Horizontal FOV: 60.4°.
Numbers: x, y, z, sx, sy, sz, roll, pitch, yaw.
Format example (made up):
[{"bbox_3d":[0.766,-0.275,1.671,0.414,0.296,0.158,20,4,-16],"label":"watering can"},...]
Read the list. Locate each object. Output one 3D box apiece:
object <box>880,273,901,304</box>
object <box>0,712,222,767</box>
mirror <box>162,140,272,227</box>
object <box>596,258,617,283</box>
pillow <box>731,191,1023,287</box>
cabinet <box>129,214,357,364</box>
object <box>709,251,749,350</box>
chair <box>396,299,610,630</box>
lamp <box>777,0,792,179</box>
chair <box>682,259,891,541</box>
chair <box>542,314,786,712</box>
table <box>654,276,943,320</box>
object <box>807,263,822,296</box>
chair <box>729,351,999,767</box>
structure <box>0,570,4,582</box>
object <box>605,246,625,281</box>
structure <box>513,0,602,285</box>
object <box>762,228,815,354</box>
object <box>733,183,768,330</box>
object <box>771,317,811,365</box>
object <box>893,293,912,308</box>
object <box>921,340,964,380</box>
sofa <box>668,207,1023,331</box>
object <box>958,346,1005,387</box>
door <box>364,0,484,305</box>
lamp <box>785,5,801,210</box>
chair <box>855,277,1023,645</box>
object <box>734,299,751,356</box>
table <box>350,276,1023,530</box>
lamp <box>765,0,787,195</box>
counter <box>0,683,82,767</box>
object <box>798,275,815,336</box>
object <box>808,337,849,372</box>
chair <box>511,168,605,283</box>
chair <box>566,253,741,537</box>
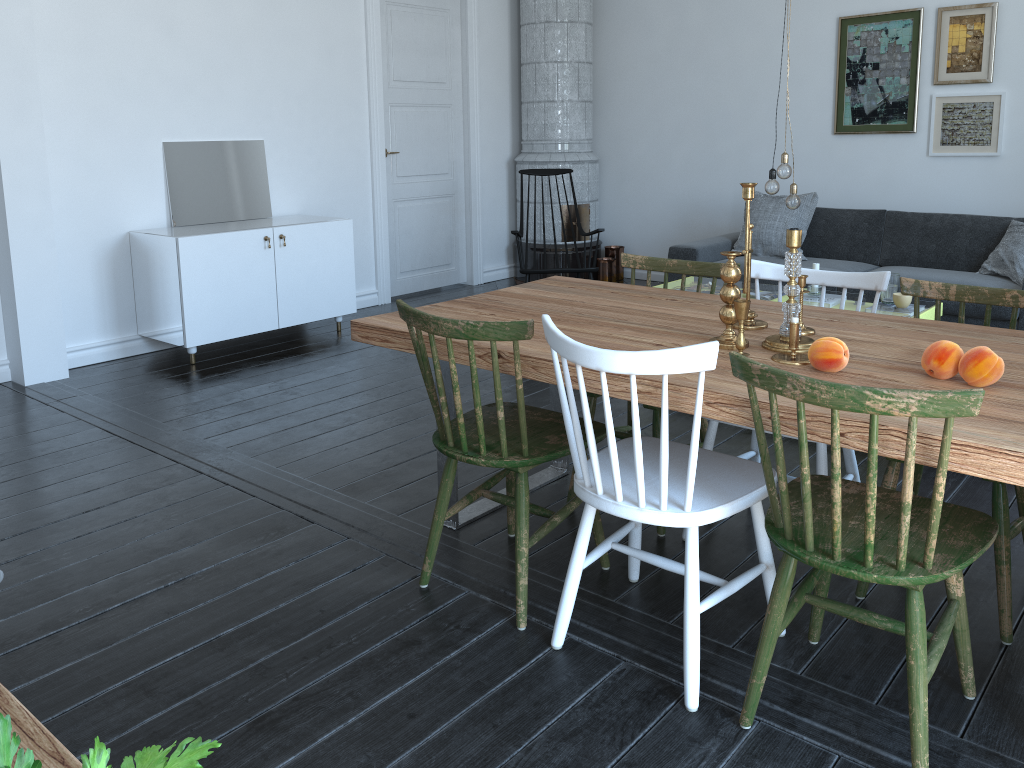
[{"bbox_3d":[1.872,-0.474,4.373,0.097,0.143,0.100,-1,12,1],"label":"object"},{"bbox_3d":[-0.273,0.268,0.337,0.469,0.301,0.290,2,13,13],"label":"object"},{"bbox_3d":[-1.823,-1.264,5.499,0.054,0.492,0.706,7,16,39],"label":"mirror"},{"bbox_3d":[0.797,-0.955,7.425,0.175,0.195,0.175,6,14,30],"label":"object"},{"bbox_3d":[2.407,-0.979,5.662,0.484,0.481,2.079,-13,20,-43],"label":"pillow"},{"bbox_3d":[-1.598,-0.615,5.420,0.595,0.719,1.219,9,17,39],"label":"cabinet"},{"bbox_3d":[0.564,-0.218,2.278,0.101,0.242,0.102,-6,12,-25],"label":"object"},{"bbox_3d":[-0.011,0.165,2.456,0.471,0.810,0.492,8,15,38],"label":"chair"},{"bbox_3d":[1.361,-1.755,4.318,0.074,1.467,0.076,-1,10,-3],"label":"lamp"},{"bbox_3d":[0.863,0.065,2.732,0.470,0.825,0.517,9,15,40],"label":"chair"},{"bbox_3d":[0.352,0.246,2.127,0.470,0.825,0.517,9,15,40],"label":"chair"},{"bbox_3d":[1.414,-0.263,4.626,1.414,0.391,0.609,12,19,39],"label":"table"},{"bbox_3d":[1.589,-0.551,4.612,0.075,0.170,0.076,-4,11,-14],"label":"object"},{"bbox_3d":[0.743,0.328,1.848,0.471,0.810,0.492,8,15,38],"label":"chair"},{"bbox_3d":[-1.177,0.449,1.183,0.706,0.998,0.732,9,15,39],"label":"structure"},{"bbox_3d":[0.881,-1.041,7.579,0.174,0.275,0.178,9,15,40],"label":"object"},{"bbox_3d":[0.402,-2.265,7.256,0.778,2.831,1.297,-2,11,-4],"label":"structure"},{"bbox_3d":[0.715,-0.243,2.247,0.140,0.304,0.143,-2,11,-7],"label":"object"},{"bbox_3d":[0.671,-0.362,2.488,0.113,0.402,0.116,0,10,3],"label":"object"},{"bbox_3d":[0.684,-0.111,2.136,0.103,0.112,0.104,5,14,26],"label":"object"},{"bbox_3d":[1.890,-0.402,4.265,0.087,0.065,0.088,-6,15,-21],"label":"object"},{"bbox_3d":[0.965,-0.054,1.973,0.091,0.086,0.085,-6,14,-23],"label":"object"},{"bbox_3d":[2.291,-0.738,5.663,2.396,0.708,1.100,12,19,39],"label":"sofa"},{"bbox_3d":[1.016,-0.038,1.907,0.088,0.088,0.085,7,15,30],"label":"object"},{"bbox_3d":[-0.680,-1.926,6.869,0.117,2.424,1.185,7,14,39],"label":"door"},{"bbox_3d":[1.406,-1.606,4.339,0.089,1.467,0.075,-5,11,-25],"label":"lamp"},{"bbox_3d":[1.226,0.161,2.406,0.471,0.810,0.492,8,15,38],"label":"chair"},{"bbox_3d":[0.571,-0.139,2.194,0.049,0.136,0.050,8,14,40],"label":"object"},{"bbox_3d":[0.692,0.231,2.381,2.248,0.701,1.033,12,19,39],"label":"table"},{"bbox_3d":[1.320,-1.690,4.381,0.074,1.467,0.088,-1,10,2],"label":"lamp"},{"bbox_3d":[-0.829,0.186,0.914,3.130,0.072,0.859,13,21,39],"label":"counter"},{"bbox_3d":[0.793,-0.219,2.416,0.080,0.157,0.082,-1,11,-2],"label":"object"},{"bbox_3d":[0.734,-0.068,2.043,0.085,0.082,0.090,-10,16,-36],"label":"object"},{"bbox_3d":[0.280,-0.936,5.967,0.612,0.984,0.927,-2,13,-4],"label":"chair"},{"bbox_3d":[0.472,-0.002,3.014,0.471,0.810,0.492,8,15,38],"label":"chair"}]
